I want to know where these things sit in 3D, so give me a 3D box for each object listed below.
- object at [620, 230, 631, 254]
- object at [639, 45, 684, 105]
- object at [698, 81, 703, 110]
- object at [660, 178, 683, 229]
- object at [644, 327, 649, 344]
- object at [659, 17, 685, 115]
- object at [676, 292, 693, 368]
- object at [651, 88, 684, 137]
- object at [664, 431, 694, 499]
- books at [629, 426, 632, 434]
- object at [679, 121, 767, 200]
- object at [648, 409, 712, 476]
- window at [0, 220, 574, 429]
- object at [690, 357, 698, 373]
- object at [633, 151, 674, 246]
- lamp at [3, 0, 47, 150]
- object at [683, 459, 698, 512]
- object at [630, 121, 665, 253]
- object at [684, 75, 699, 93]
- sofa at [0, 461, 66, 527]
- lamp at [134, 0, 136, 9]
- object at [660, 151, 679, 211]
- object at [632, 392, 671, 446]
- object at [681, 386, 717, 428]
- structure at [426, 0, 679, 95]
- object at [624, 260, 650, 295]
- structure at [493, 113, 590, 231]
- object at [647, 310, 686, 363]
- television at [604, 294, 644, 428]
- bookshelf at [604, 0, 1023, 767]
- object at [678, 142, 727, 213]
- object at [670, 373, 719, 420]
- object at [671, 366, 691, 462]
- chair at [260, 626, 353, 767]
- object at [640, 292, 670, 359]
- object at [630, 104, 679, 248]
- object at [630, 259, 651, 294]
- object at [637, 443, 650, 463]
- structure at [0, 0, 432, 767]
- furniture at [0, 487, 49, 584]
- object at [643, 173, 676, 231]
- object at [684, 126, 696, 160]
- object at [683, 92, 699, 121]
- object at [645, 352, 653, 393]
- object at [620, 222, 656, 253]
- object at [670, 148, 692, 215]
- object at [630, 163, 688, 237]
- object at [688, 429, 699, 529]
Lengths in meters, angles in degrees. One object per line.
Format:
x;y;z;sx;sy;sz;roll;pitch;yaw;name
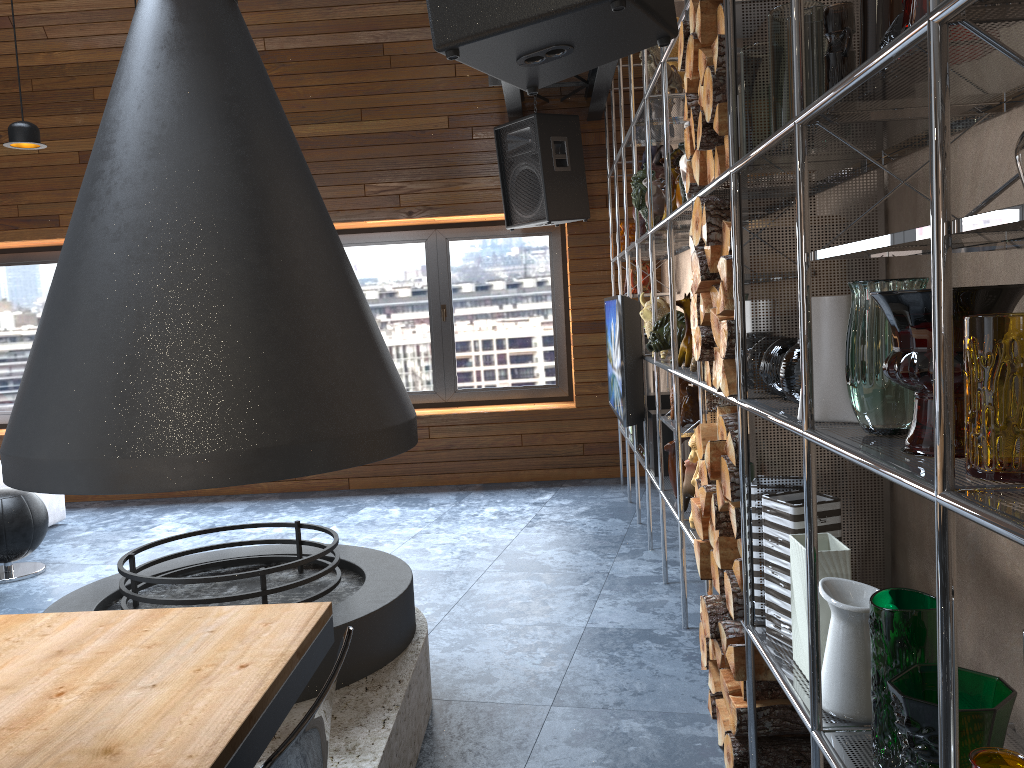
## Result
0.817;-0.949;5.910;0.233;0.209;0.107;-4;5;-11;object
0.656;-1.382;3.892;0.208;0.280;0.131;-4;5;-16;object
0.687;-0.807;2.450;0.330;0.098;0.107;-3;5;6;object
0.757;-0.766;3.707;0.272;0.207;0.137;-3;5;6;object
0.864;-0.327;5.848;0.320;0.114;0.405;-3;5;2;object
0.797;-1.502;4.138;0.215;0.458;0.328;-2;5;7;object
0.766;-0.214;3.438;0.290;0.290;0.097;-4;5;-17;object
0.776;-1.530;4.588;0.207;0.442;0.328;-3;4;-5;object
0.764;0.341;3.740;0.249;0.290;0.114;-1;5;28;object
0.837;0.201;5.922;0.139;0.208;0.461;-3;5;2;books
0.697;-0.731;2.840;0.314;0.280;0.151;-3;4;1;object
0.850;0.280;4.322;0.343;0.303;0.175;-3;4;2;object
-2.467;-0.431;6.984;5.936;1.521;0.101;-3;4;2;window
0.743;-0.258;3.017;0.210;0.451;0.405;-3;5;-5;object
0.731;-0.955;4.633;0.219;0.440;0.463;-3;5;2;object
-2.684;-2.240;4.726;0.210;1.911;0.210;1;6;40;lamp
0.755;0.392;3.506;0.119;0.220;0.212;0;6;36;object
0.802;-1.242;5.354;0.244;0.879;0.244;0;5;31;object
0.668;-0.885;2.619;0.308;0.120;0.098;-2;5;7;object
-4.128;0.747;4.643;2.204;0.693;4.035;-3;5;2;sofa
-2.083;-2.349;4.852;0.210;1.565;0.210;1;6;40;lamp
0.739;-0.790;3.534;0.290;0.290;0.097;-3;4;1;object
0.884;0.206;5.222;0.343;0.303;0.175;-3;4;2;object
0.746;0.083;3.523;0.105;0.168;0.210;1;6;42;object
0.070;-1.092;1.996;0.506;0.744;0.460;-1;5;28;structure
0.839;-0.710;5.908;0.116;0.229;0.233;1;6;42;object
0.220;-1.416;5.958;0.488;0.735;0.461;-6;6;-37;structure
0.755;-0.202;3.701;0.403;0.221;0.192;1;6;39;object
0.598;-0.154;4.768;0.115;0.638;1.075;-3;5;3;television
0.596;-1.960;0.625;0.421;6.218;10.740;-3;5;2;bookshelf
0.725;-0.745;3.163;0.253;0.249;0.126;-2;5;7;object
0.775;0.043;3.744;0.217;0.214;0.108;-1;5;27;object
0.785;0.185;4.081;0.112;0.533;0.112;-3;4;2;object
-0.440;0.769;1.071;0.599;0.825;0.527;-3;4;2;chair
0.738;-0.275;4.047;0.325;0.309;0.154;-4;5;-13;object
0.815;-1.199;5.088;0.305;0.840;0.237;-3;4;5;object
0.837;-0.690;5.708;0.267;0.223;0.060;-7;6;-42;object
0.852;0.367;4.766;0.325;0.058;0.360;-3;5;2;object
-1.006;-1.752;2.350;1.197;5.699;1.689;-3;4;2;structure
-2.664;0.780;4.676;0.402;0.462;0.401;1;6;42;furniture
0.686;-0.816;4.003;0.164;0.266;0.237;-1;5;19;object
0.682;-0.727;2.647;0.321;0.109;0.110;-3;5;2;object
0.679;-0.819;2.625;0.331;0.110;0.107;-3;5;4;object
0.837;0.073;5.447;0.112;0.533;0.112;-3;4;2;object
0.812;-0.929;5.661;0.278;0.222;0.138;-2;5;13;object
0.712;-0.770;3.367;0.227;0.270;0.123;-3;4;2;object
0.703;-0.879;4.232;0.255;0.356;0.167;-1;5;22;object
0.763;0.347;3.145;0.170;0.363;0.375;-6;5;-32;object
